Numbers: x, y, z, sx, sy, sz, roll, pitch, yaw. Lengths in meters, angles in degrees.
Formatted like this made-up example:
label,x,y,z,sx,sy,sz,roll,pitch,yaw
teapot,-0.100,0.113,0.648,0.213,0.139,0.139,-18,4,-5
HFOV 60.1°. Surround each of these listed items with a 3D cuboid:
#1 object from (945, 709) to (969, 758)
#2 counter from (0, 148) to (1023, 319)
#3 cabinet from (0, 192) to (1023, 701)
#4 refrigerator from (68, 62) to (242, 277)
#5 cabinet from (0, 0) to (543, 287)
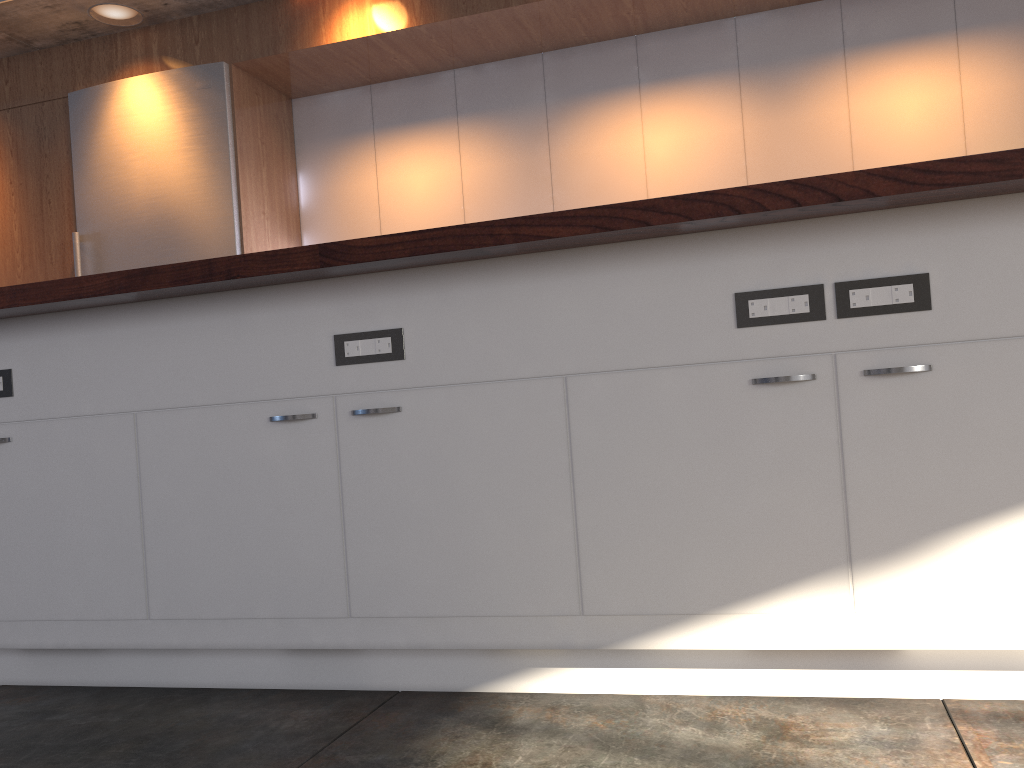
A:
label,x,y,z,sx,sy,sz,roll,pitch,yaw
object,-2.141,1.036,3.891,26.910,0.001,19.968,-5,-2,16
counter,0.396,0.160,2.174,6.584,0.971,1.155,-5,-2,16
cabinet,0.976,0.141,2.000,5.587,0.930,0.932,-5,-2,16
refrigerator,-1.778,-0.464,4.560,0.947,2.190,0.222,-4,-1,13
cabinet,0.447,-0.704,5.131,8.020,2.561,2.406,-5,-1,16
